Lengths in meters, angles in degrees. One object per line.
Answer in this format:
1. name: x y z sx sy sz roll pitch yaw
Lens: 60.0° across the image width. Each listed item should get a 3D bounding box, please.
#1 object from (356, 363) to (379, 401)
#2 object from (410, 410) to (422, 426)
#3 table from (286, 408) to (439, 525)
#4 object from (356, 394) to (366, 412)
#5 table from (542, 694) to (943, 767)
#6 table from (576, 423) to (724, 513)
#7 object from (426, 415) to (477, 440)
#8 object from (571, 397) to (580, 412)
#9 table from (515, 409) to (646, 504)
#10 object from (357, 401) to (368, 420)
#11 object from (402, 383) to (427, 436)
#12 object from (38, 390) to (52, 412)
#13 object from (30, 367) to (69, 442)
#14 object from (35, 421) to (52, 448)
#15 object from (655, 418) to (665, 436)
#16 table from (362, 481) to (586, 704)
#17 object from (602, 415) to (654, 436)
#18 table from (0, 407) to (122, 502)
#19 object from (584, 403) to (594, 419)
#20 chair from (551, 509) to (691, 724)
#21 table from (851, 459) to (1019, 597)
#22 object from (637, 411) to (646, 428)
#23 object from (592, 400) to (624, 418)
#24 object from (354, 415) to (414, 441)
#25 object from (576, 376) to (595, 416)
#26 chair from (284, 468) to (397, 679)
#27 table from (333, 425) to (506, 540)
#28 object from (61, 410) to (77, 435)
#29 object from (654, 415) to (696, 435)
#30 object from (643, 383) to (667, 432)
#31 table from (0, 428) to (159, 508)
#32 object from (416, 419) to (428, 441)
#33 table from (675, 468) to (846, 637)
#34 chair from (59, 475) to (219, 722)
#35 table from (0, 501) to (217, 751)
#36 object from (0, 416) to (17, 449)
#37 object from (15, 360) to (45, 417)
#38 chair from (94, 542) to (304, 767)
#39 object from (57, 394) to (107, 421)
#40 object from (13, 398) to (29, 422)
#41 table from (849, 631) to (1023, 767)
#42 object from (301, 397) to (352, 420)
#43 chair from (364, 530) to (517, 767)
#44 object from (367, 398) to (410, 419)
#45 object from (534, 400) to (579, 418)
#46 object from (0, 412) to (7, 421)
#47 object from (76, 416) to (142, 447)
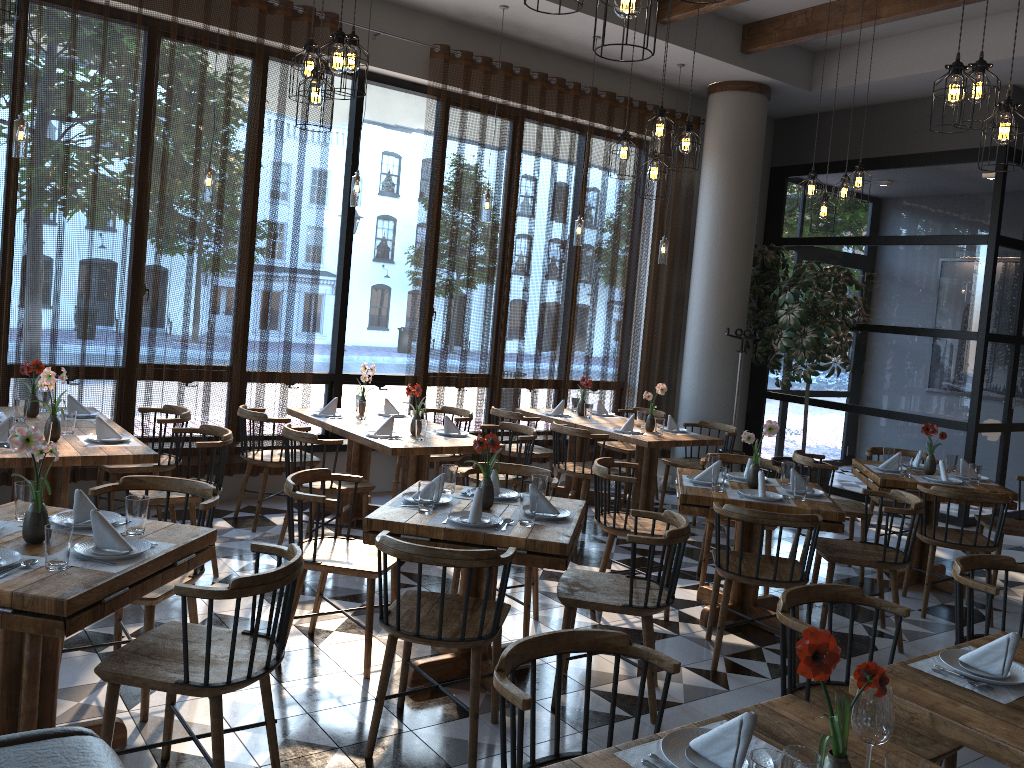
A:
1. object: -1.095 0.041 6.668 0.146 0.399 0.207 3 4 -32
2. object: -0.674 0.255 6.181 0.080 0.132 0.080 8 4 39
3. table: -1.159 0.620 6.671 0.849 0.762 0.853 2 5 -36
4. object: -1.177 0.149 6.884 0.080 0.132 0.080 5 3 -1
5. table: 0.578 1.208 1.675 0.849 0.762 0.853 2 5 -36
6. table: 1.084 0.765 7.236 0.849 0.762 0.853 2 5 -36
7. object: -0.407 0.283 6.099 0.271 0.137 0.353 2 6 -36
8. object: 0.582 0.191 8.152 0.080 0.132 0.080 4 3 -21
9. table: 0.588 0.661 7.930 0.849 0.762 0.853 2 5 -36
10. object: -1.093 0.194 6.458 0.080 0.132 0.080 5 3 -1
11. object: -0.659 0.168 5.911 0.156 0.354 0.171 7 4 33
12. object: -2.956 0.107 5.603 0.080 0.132 0.080 4 3 -11
13. object: -2.415 0.104 4.637 0.207 0.399 0.146 6 3 18
14. object: -2.369 0.257 4.473 0.080 0.132 0.080 8 4 39
15. object: 1.169 0.341 7.022 0.080 0.132 0.080 8 4 39
16. table: -0.155 0.940 4.011 0.864 0.762 0.866 6 4 9
17. object: 0.917 0.314 7.046 0.271 0.137 0.353 2 6 -36
18. table: -2.944 0.578 5.385 0.849 0.762 0.853 2 5 -36
19. object: 0.666 0.236 7.726 0.080 0.132 0.080 4 3 -21
20. chair: 0.472 0.977 3.904 0.550 0.815 0.520 5 3 9
21. table: 2.876 1.011 6.195 0.864 0.762 0.866 6 4 9
22. object: 1.085 0.296 7.448 0.080 0.132 0.080 8 4 39
23. object: 0.831 0.216 8.082 0.271 0.137 0.353 2 6 -36
24. object: -0.836 0.273 5.783 0.271 0.137 0.353 2 6 -36
25. object: 0.659 0.105 7.934 0.156 0.354 0.171 7 3 30
26. chair: -0.795 0.849 4.111 0.550 0.815 0.520 5 3 9
27. table: -0.663 0.724 5.977 0.849 0.762 0.853 2 5 -36
28. object: -2.453 0.213 4.899 0.080 0.132 0.080 8 4 39
29. object: 1.345 0.324 7.362 0.271 0.137 0.353 2 6 -36
30. object: 1.155 0.190 7.196 0.206 0.399 0.147 2 4 -43
31. table: -2.448 0.681 4.691 0.849 0.762 0.853 2 5 -36
32. object: -0.590 0.299 5.754 0.080 0.132 0.080 8 4 39
33. table: 1.352 0.975 5.097 0.864 0.762 0.866 6 4 9
34. chair: -1.515 0.832 3.592 0.520 0.815 0.550 5 3 9
35. table: -1.614 0.905 2.960 0.864 0.762 0.866 6 4 9
36. object: -2.617 0.231 4.500 0.271 0.137 0.353 2 6 -36
37. object: -2.894 0.025 5.324 0.156 0.354 0.171 4 3 -13
38. chair: -0.987 0.942 2.853 0.550 0.815 0.520 5 3 9
39. object: -2.703 0.133 5.536 0.271 0.137 0.353 2 6 -36
40. object: -2.872 0.152 5.177 0.080 0.132 0.080 4 3 -11
41. table: 1.472 1.229 2.320 0.849 0.762 0.853 2 5 -36
42. object: -1.350 0.165 6.504 0.271 0.137 0.353 2 6 -36
43. chair: -0.267 0.959 3.372 0.520 0.815 0.550 5 3 9
44. object: -0.922 0.175 6.820 0.271 0.137 0.353 2 6 -36
45. object: 0.402 0.207 7.766 0.271 0.137 0.353 2 6 -36
46. object: -3.131 0.123 5.220 0.271 0.137 0.353 2 6 -36
47. object: -2.188 0.240 4.816 0.271 0.137 0.353 2 6 -36
